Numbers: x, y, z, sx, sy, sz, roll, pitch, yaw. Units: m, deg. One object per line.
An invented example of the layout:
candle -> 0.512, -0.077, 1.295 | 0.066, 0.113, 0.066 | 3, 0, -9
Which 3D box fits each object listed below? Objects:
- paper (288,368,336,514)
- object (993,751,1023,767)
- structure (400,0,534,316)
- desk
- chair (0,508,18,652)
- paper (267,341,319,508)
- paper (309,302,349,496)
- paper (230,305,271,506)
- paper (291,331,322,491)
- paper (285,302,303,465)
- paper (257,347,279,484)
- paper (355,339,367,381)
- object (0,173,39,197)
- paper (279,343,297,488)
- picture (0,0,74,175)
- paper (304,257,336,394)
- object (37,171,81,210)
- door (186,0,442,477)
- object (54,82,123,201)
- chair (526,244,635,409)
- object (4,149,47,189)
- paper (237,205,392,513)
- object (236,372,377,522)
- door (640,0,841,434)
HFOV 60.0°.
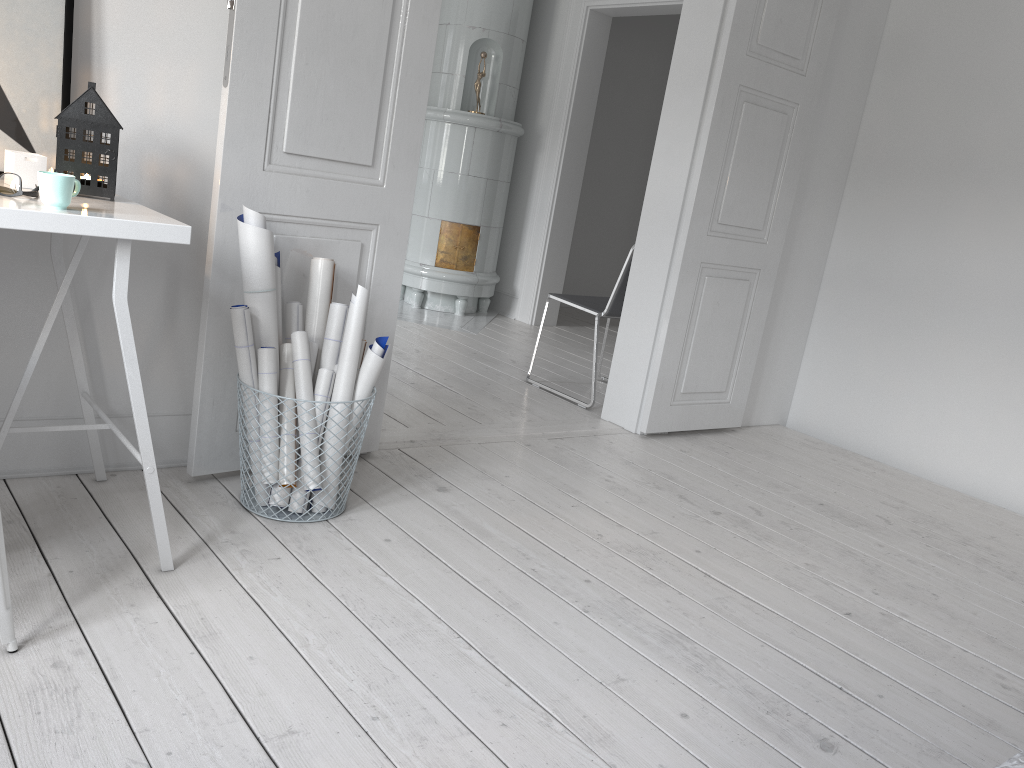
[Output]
paper -> -0.549, 0.146, 2.450 | 0.078, 0.389, 0.234 | 8, 13, -10
object -> 0.945, 0.373, 0.963 | 1.460, 0.104, 0.405 | -1, 17, -39
structure -> -0.289, -1.878, 6.109 | 0.788, 2.741, 0.788 | 18, 15, 32
desk -> -1.320, -0.026, 1.758 | 1.163, 0.776, 0.641 | -1, 17, -39
chair -> -1.135, 0.182, 1.552 | 0.407, 0.527, 0.410 | -3, 18, -44
paper -> -0.600, 0.107, 2.435 | 0.054, 0.431, 0.253 | 9, 13, -4
paper -> -0.534, 0.044, 2.520 | 0.060, 0.553, 0.153 | 11, 13, 5
paper -> -0.688, 0.063, 2.358 | 0.166, 0.546, 0.046 | 6, 13, -16
paper -> -0.556, 0.072, 2.401 | 0.049, 0.403, 0.244 | 0, 16, -37
paper -> -0.617, 0.046, 2.506 | 0.047, 0.541, 0.201 | 1, 16, -36
paper -> -0.645, 0.083, 2.349 | 0.129, 0.360, 0.047 | 20, 16, 37
paper -> -0.493, 0.093, 2.556 | 0.057, 0.464, 0.123 | 15, 14, 21
object -> -0.996, -0.400, 1.774 | 0.114, 0.047, 0.133 | 20, 16, 36
paper -> -0.606, 0.083, 2.401 | 0.047, 0.358, 0.240 | 4, 14, -25
picture -> -1.234, -0.776, 1.943 | 0.493, 0.614, 0.062 | -1, 16, -39
paper -> -0.577, -0.027, 2.558 | 0.073, 0.668, 0.181 | 6, 13, -18
object -> -0.860, -0.366, 1.689 | 0.082, 0.065, 0.064 | -1, 17, -40
door -> -0.493, -0.879, 2.477 | 0.034, 2.324, 0.678 | 21, 17, 39
object -> -0.950, -0.549, 1.994 | 0.135, 0.248, 0.135 | 4, 14, -24
chair -> 0.493, -0.331, 4.392 | 0.562, 0.797, 0.525 | -1, 17, -39
object -> -1.082, -0.476, 1.971 | 0.065, 0.073, 0.078 | -2, 18, -43
paper -> -0.564, -0.060, 2.428 | 0.431, 0.793, 0.181 | 10, 13, 2
object -> -0.585, 0.162, 2.454 | 0.374, 0.350, 0.374 | 0, 16, -37
door -> 1.012, -0.914, 3.754 | 0.666, 2.324, 0.034 | -1, 16, -39
